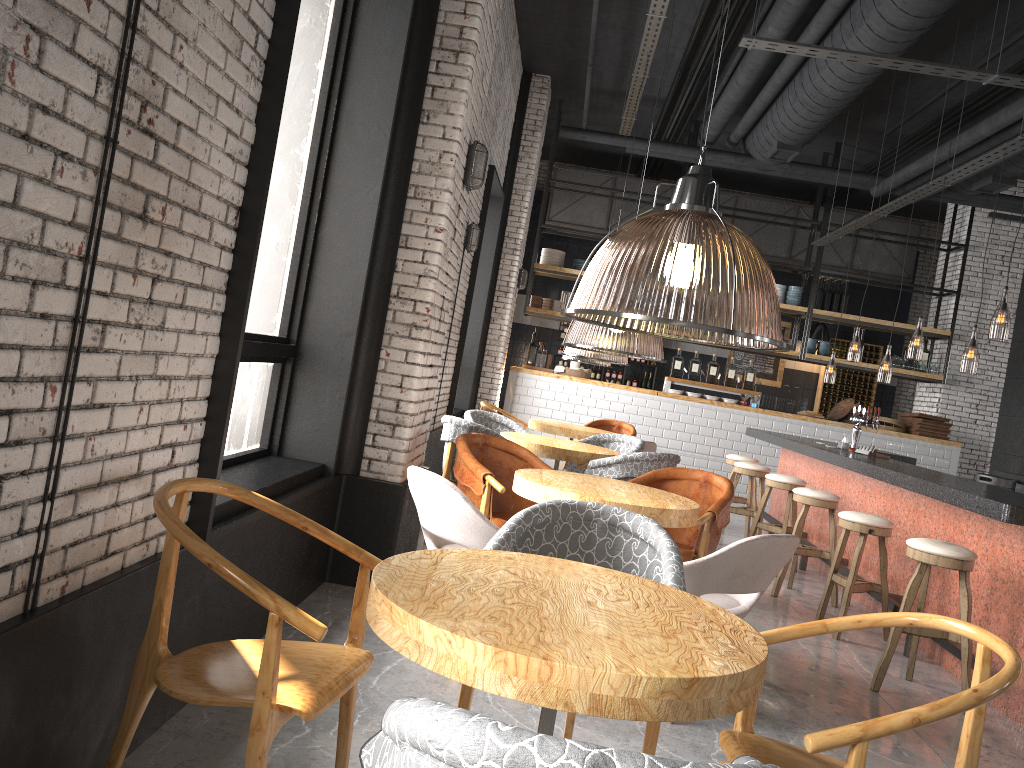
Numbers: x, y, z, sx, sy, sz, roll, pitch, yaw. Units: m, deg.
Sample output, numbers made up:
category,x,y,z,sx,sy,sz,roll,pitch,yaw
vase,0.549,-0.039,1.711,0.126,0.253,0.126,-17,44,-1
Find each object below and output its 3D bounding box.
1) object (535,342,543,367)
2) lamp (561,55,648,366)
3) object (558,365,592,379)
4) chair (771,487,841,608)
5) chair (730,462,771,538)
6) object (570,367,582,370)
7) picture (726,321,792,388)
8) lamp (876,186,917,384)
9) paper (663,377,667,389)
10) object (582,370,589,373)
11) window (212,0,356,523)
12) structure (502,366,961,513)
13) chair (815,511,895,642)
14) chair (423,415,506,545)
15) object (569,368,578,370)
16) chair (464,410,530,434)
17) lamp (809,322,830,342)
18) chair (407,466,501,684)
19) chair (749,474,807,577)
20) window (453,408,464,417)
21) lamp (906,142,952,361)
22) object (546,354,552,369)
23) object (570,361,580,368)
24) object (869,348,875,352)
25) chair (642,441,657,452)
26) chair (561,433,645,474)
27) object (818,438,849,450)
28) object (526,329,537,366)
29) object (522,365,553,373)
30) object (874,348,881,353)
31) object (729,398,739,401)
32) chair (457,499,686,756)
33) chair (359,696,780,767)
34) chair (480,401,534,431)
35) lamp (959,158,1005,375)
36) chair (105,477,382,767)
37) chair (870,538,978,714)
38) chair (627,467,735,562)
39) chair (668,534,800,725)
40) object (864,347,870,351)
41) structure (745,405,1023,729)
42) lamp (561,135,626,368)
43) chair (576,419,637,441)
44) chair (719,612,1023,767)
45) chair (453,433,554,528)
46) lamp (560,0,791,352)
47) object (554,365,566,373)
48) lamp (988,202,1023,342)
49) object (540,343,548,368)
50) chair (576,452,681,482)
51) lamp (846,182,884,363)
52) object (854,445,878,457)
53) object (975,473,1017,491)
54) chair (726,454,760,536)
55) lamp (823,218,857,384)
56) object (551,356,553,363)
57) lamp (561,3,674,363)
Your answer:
category,x,y,z,sx,sy,sz,roll,pitch,yaw
object,0.363,-0.376,11.883,0.070,0.368,0.107,10,0,2
lamp,0.843,-1.369,6.825,0.536,2.406,0.537,10,0,-45
object,0.824,-0.159,11.813,0.436,0.157,0.420,9,1,-24
chair,2.131,1.164,6.520,0.438,0.805,0.481,10,0,-23
chair,2.186,1.135,8.214,0.480,0.805,0.439,10,0,-23
object,0.836,-0.181,11.707,0.160,0.078,0.161,9,1,-19
picture,4.238,-0.575,15.287,0.980,1.142,0.020,10,0,3
lamp,3.114,-0.796,7.116,0.108,1.599,0.108,10,0,-15
paper,2.057,-0.010,11.941,0.012,0.164,0.108,10,0,3
object,0.943,-0.147,11.825,0.160,0.075,0.161,9,1,-34
window,-0.941,-0.889,3.672,0.365,2.697,1.535,10,0,3
structure,2.763,0.910,12.125,5.801,1.346,1.511,10,1,3
chair,2.200,1.224,5.718,0.480,0.805,0.439,10,0,-18
chair,-0.312,0.710,6.367,0.642,0.929,0.682,9,1,-42
object,0.831,-0.163,11.706,0.160,0.075,0.161,9,1,-19
chair,-0.176,0.710,7.358,0.680,0.929,0.645,9,1,-42
lamp,5.223,-1.185,14.913,0.390,0.937,0.390,10,0,6
chair,-0.146,0.825,4.000,0.801,0.850,0.772,9,1,-37
chair,2.208,1.156,7.473,0.439,0.805,0.480,10,1,42
window,-0.588,-0.974,10.065,0.365,2.697,1.535,10,0,3
lamp,3.046,-0.964,6.422,0.108,1.599,0.108,10,0,35
object,0.495,-0.278,11.866,0.056,0.249,0.056,10,0,-35
object,0.842,-0.208,11.935,0.129,0.204,0.129,10,1,39
object,6.050,-0.574,14.920,0.079,0.079,0.283,10,1,3
chair,0.969,0.910,8.657,0.769,0.850,0.804,9,1,-37
chair,0.776,0.873,7.373,0.642,0.929,0.682,9,1,-42
object,2.978,0.524,8.387,0.200,0.106,0.766,10,1,3
object,0.277,-0.486,11.874,0.106,0.554,0.157,10,0,2
object,0.349,-0.202,11.985,0.411,0.050,0.411,10,1,2
object,6.142,-0.558,14.899,0.079,0.079,0.283,10,1,3
object,2.870,0.199,11.475,0.039,0.021,0.203,9,1,-20
chair,0.218,0.879,2.886,0.681,0.929,0.643,10,1,13
chair,0.034,0.884,1.283,0.681,0.929,0.644,10,1,3
chair,-0.159,0.673,9.304,0.644,0.921,0.612,10,0,10
lamp,3.101,-0.788,5.795,0.108,1.461,0.108,10,0,-25
chair,-0.711,0.739,2.273,0.644,0.921,0.612,10,0,10
chair,2.184,1.218,4.549,0.480,0.805,0.439,9,1,-38
chair,0.936,0.953,5.049,0.682,0.929,0.643,10,1,41
chair,0.807,0.989,3.943,0.769,0.850,0.804,9,1,-37
object,5.955,-0.589,14.890,0.079,0.079,0.283,10,1,3
structure,4.531,1.228,6.918,4.311,1.533,5.876,10,1,3
lamp,0.971,-1.400,9.139,0.536,2.406,0.537,10,0,-45
chair,1.043,0.864,9.756,0.682,0.929,0.643,10,1,26
chair,0.840,1.008,2.095,0.643,0.921,0.613,10,0,-5
chair,-0.096,0.777,5.013,0.680,0.929,0.645,9,1,-44
lamp,0.582,-1.306,2.095,0.536,2.406,0.537,10,0,-45
object,0.696,-0.181,11.770,0.187,0.111,0.283,11,1,40
lamp,2.997,-1.046,5.226,0.108,1.599,0.108,10,0,35
object,0.428,-0.365,11.880,0.070,0.368,0.107,10,0,2
chair,0.845,0.908,6.354,0.680,0.929,0.645,9,1,-42
lamp,3.121,-0.982,7.770,0.108,1.599,0.108,10,0,35
object,3.015,0.557,7.557,0.091,0.091,0.178,9,1,-22
object,5.004,1.479,9.315,0.400,1.035,0.397,10,0,38
chair,2.279,1.129,9.169,0.438,0.805,0.481,9,0,-28
lamp,3.120,-0.794,8.360,0.108,1.599,0.108,10,0,35
object,0.510,-0.282,12.126,0.056,0.249,0.056,10,0,-35
lamp,0.713,-1.338,4.460,0.536,2.406,0.537,10,0,-45
